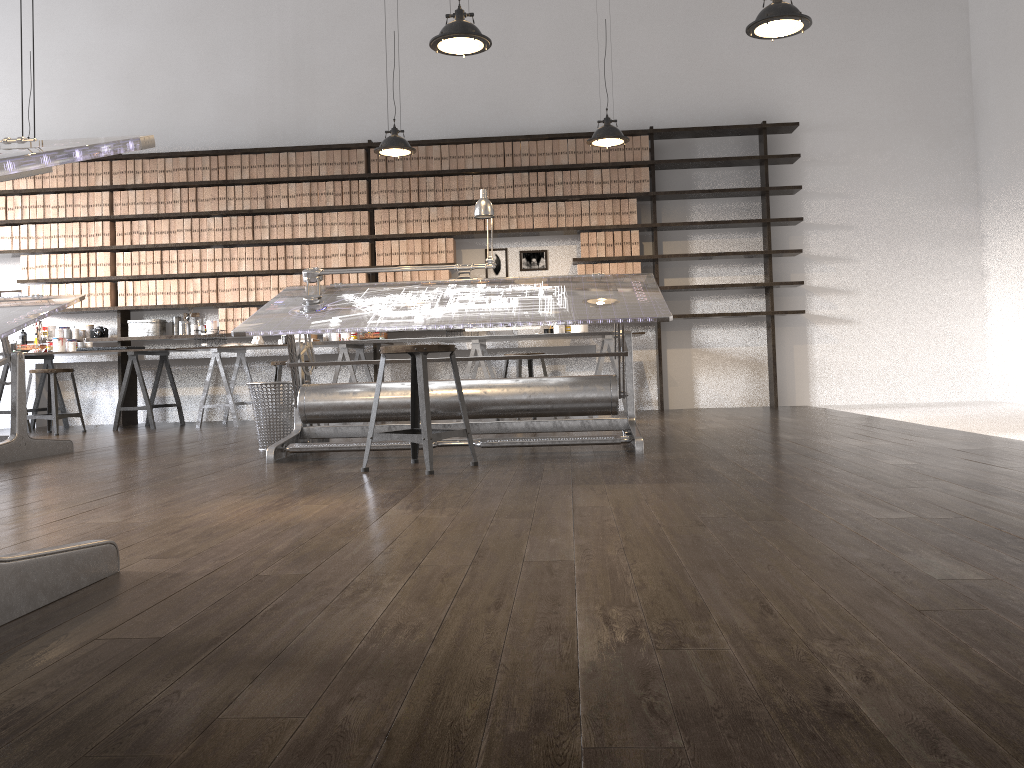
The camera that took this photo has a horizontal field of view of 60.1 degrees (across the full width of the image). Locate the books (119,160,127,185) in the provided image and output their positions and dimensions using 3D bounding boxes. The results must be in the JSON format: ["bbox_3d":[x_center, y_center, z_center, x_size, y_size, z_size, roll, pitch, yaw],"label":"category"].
[{"bbox_3d":[-3.492,-1.901,8.043,0.067,0.226,0.174,-2,-1,4],"label":"books"}]

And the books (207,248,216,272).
[{"bbox_3d":[-2.677,-1.095,7.970,0.067,0.226,0.174,-2,-1,4],"label":"books"}]

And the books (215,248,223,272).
[{"bbox_3d":[-2.605,-1.098,7.964,0.067,0.226,0.174,-2,-1,4],"label":"books"}]

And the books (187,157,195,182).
[{"bbox_3d":[-2.869,-1.920,8.011,0.067,0.226,0.174,-2,-1,4],"label":"books"}]

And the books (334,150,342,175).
[{"bbox_3d":[-1.538,-1.961,7.924,0.067,0.226,0.174,-2,-1,4],"label":"books"}]

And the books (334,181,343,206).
[{"bbox_3d":[-1.534,-1.684,7.921,0.067,0.226,0.174,-2,-1,4],"label":"books"}]

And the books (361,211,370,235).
[{"bbox_3d":[-1.294,-1.416,7.896,0.067,0.226,0.174,-2,-1,4],"label":"books"}]

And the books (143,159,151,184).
[{"bbox_3d":[-3.278,-1.908,8.038,0.067,0.226,0.174,-2,-1,4],"label":"books"}]

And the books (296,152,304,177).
[{"bbox_3d":[-1.879,-1.951,7.952,0.067,0.226,0.174,-2,-1,4],"label":"books"}]

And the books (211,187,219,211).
[{"bbox_3d":[-2.645,-1.649,7.983,0.067,0.226,0.174,-2,-1,4],"label":"books"}]

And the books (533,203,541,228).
[{"bbox_3d":[0.227,-1.469,7.802,0.067,0.226,0.174,-2,-1,4],"label":"books"}]

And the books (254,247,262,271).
[{"bbox_3d":[-2.251,-1.108,7.941,0.067,0.226,0.174,-2,-1,4],"label":"books"}]

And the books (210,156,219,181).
[{"bbox_3d":[-2.657,-1.927,7.999,0.067,0.226,0.174,-2,-1,4],"label":"books"}]

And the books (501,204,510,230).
[{"bbox_3d":[-0.059,-1.460,7.815,0.067,0.226,0.174,-2,-1,4],"label":"books"}]

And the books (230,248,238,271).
[{"bbox_3d":[-2.464,-1.102,7.961,0.067,0.226,0.174,-2,-1,4],"label":"books"}]

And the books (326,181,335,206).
[{"bbox_3d":[-1.605,-1.682,7.921,0.067,0.226,0.174,-2,-1,4],"label":"books"}]

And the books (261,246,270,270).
[{"bbox_3d":[-2.188,-1.111,7.941,0.067,0.226,0.174,-2,-1,4],"label":"books"}]

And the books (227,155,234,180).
[{"bbox_3d":[-2.508,-1.931,7.990,0.067,0.226,0.174,-2,-1,4],"label":"books"}]

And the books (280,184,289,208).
[{"bbox_3d":[-2.015,-1.669,7.946,0.067,0.226,0.174,-2,-1,4],"label":"books"}]

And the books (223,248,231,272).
[{"bbox_3d":[-2.534,-1.100,7.964,0.067,0.226,0.174,-2,-1,4],"label":"books"}]

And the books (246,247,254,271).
[{"bbox_3d":[-2.323,-1.106,7.945,0.067,0.226,0.174,-2,-1,4],"label":"books"}]

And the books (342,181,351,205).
[{"bbox_3d":[-1.460,-1.686,7.911,0.067,0.226,0.174,-2,-1,4],"label":"books"}]

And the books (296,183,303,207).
[{"bbox_3d":[-1.880,-1.673,7.941,0.067,0.226,0.174,-2,-1,4],"label":"books"}]

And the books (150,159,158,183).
[{"bbox_3d":[-3.208,-1.910,8.031,0.067,0.226,0.174,-2,-1,4],"label":"books"}]

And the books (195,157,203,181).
[{"bbox_3d":[-2.798,-1.923,8.007,0.067,0.226,0.174,-2,-1,4],"label":"books"}]

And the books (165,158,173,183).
[{"bbox_3d":[-3.066,-1.914,8.021,0.067,0.226,0.174,-2,-1,4],"label":"books"}]

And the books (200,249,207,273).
[{"bbox_3d":[-2.739,-1.094,7.976,0.067,0.226,0.174,-2,-1,4],"label":"books"}]

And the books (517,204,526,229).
[{"bbox_3d":[0.083,-1.464,7.814,0.067,0.226,0.174,-2,-1,4],"label":"books"}]

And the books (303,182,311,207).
[{"bbox_3d":[-1.814,-1.675,7.932,0.067,0.226,0.174,-2,-1,4],"label":"books"}]

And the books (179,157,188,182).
[{"bbox_3d":[-2.937,-1.918,8.010,0.067,0.226,0.174,-2,-1,4],"label":"books"}]

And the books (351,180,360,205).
[{"bbox_3d":[-1.385,-1.688,7.912,0.067,0.226,0.174,-2,-1,4],"label":"books"}]

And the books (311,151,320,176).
[{"bbox_3d":[-1.740,-1.955,7.937,0.067,0.226,0.174,-2,-1,4],"label":"books"}]

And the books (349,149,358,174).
[{"bbox_3d":[-1.400,-1.966,7.921,0.067,0.226,0.174,-2,-1,4],"label":"books"}]

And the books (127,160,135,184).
[{"bbox_3d":[-3.420,-1.903,8.039,0.067,0.226,0.174,-2,-1,4],"label":"books"}]

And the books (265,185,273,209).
[{"bbox_3d":[-2.155,-1.665,7.960,0.067,0.226,0.174,-2,-1,4],"label":"books"}]

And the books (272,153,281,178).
[{"bbox_3d":[-2.094,-1.944,7.958,0.067,0.226,0.174,-2,-1,4],"label":"books"}]

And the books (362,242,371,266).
[{"bbox_3d":[-1.283,-1.138,7.882,0.067,0.226,0.174,-2,-1,4],"label":"books"}]

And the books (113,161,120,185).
[{"bbox_3d":[-3.555,-1.899,8.052,0.067,0.226,0.174,-2,-1,4],"label":"books"}]

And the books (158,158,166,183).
[{"bbox_3d":[-3.138,-1.912,8.023,0.067,0.226,0.174,-2,-1,4],"label":"books"}]

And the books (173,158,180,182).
[{"bbox_3d":[-3.003,-1.916,8.018,0.067,0.226,0.174,-2,-1,4],"label":"books"}]

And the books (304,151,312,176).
[{"bbox_3d":[-1.810,-1.953,7.946,0.067,0.226,0.174,-2,-1,4],"label":"books"}]

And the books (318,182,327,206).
[{"bbox_3d":[-1.676,-1.679,7.929,0.067,0.226,0.174,-2,-1,4],"label":"books"}]

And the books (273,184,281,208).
[{"bbox_3d":[-2.085,-1.667,7.954,0.067,0.226,0.174,-2,-1,4],"label":"books"}]

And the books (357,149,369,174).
[{"bbox_3d":[-1.329,-1.968,7.913,0.067,0.226,0.174,-2,-1,4],"label":"books"}]

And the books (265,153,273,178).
[{"bbox_3d":[-2.156,-1.942,7.966,0.067,0.226,0.174,-2,-1,4],"label":"books"}]

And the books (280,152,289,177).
[{"bbox_3d":[-2.022,-1.946,7.953,0.067,0.226,0.174,-2,-1,4],"label":"books"}]

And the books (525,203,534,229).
[{"bbox_3d":[0.153,-1.466,7.808,0.067,0.226,0.174,-2,-1,4],"label":"books"}]

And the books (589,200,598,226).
[{"bbox_3d":[0.716,-1.483,7.771,0.067,0.226,0.174,-2,-1,4],"label":"books"}]

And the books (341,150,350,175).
[{"bbox_3d":[-1.471,-1.963,7.926,0.067,0.226,0.174,-2,-1,4],"label":"books"}]

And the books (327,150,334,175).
[{"bbox_3d":[-1.605,-1.959,7.933,0.067,0.226,0.174,-2,-1,4],"label":"books"}]

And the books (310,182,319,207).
[{"bbox_3d":[-1.746,-1.677,7.934,0.067,0.226,0.174,-2,-1,4],"label":"books"}]

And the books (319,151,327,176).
[{"bbox_3d":[-1.667,-1.957,7.935,0.067,0.226,0.174,-2,-1,4],"label":"books"}]

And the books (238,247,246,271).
[{"bbox_3d":[-2.395,-1.104,7.953,0.067,0.226,0.174,-2,-1,4],"label":"books"}]

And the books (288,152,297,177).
[{"bbox_3d":[-1.949,-1.949,7.952,0.067,0.226,0.174,-2,-1,4],"label":"books"}]

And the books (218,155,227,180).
[{"bbox_3d":[-2.582,-1.929,7.989,0.067,0.226,0.174,-2,-1,4],"label":"books"}]

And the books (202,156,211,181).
[{"bbox_3d":[-2.728,-1.925,7.999,0.067,0.226,0.174,-2,-1,4],"label":"books"}]

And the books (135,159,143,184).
[{"bbox_3d":[-3.347,-1.906,8.038,0.067,0.226,0.174,-2,-1,4],"label":"books"}]
